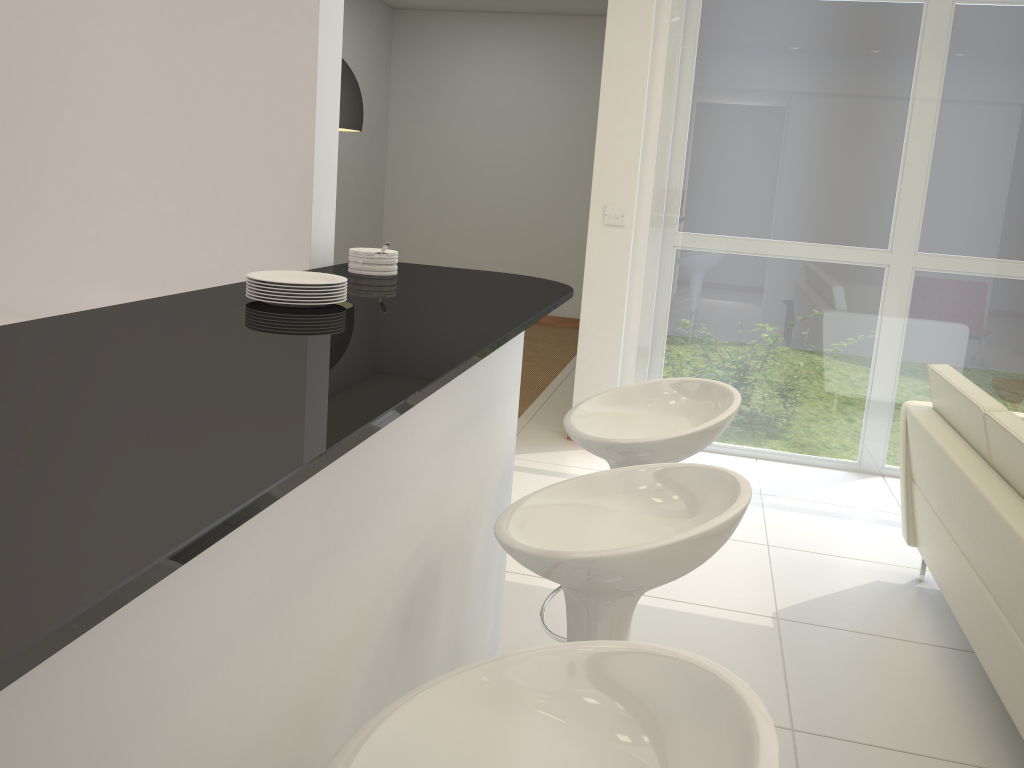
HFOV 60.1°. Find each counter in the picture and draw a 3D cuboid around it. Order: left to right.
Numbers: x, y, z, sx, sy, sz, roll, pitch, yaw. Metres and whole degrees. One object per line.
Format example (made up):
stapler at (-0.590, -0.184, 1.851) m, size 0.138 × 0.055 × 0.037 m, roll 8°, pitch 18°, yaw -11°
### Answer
counter at (-0.455, -0.052, 1.408) m, size 0.736 × 0.019 × 2.993 m, roll 7°, pitch 13°, yaw 12°

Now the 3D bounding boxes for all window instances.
window at (2.472, -0.760, 4.768) m, size 3.437 × 2.687 × 0.122 m, roll 7°, pitch 10°, yaw 12°

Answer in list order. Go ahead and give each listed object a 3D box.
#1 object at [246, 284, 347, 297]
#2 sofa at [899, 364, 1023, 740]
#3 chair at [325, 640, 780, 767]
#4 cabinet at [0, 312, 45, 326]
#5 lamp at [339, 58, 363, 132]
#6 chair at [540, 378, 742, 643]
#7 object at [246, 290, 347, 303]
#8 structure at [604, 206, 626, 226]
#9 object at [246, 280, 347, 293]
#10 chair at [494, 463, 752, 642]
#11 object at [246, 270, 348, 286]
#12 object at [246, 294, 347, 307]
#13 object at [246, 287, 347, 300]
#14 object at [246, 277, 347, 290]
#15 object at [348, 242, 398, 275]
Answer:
object at (-0.459, -0.201, 1.893) m, size 0.210 × 0.015 × 0.212 m, roll -4°, pitch 15°, yaw -33°
sofa at (1.760, 0.653, 2.329) m, size 1.002 × 0.913 × 2.590 m, roll 7°, pitch 13°, yaw 12°
chair at (-0.018, 0.797, 0.947) m, size 0.466 × 1.011 × 0.460 m, roll 9°, pitch 11°, yaw 23°
cabinet at (-2.213, 0.569, 1.291) m, size 2.497 × 0.974 × 3.368 m, roll 7°, pitch 13°, yaw 12°
lamp at (-1.072, -2.148, 4.776) m, size 0.595 × 1.479 × 0.599 m, roll 7°, pitch 11°, yaw 14°
chair at (0.312, 0.496, 2.357) m, size 0.464 × 1.011 × 0.462 m, roll 4°, pitch 10°, yaw -2°
object at (-0.460, -0.188, 1.895) m, size 0.210 × 0.015 × 0.212 m, roll -4°, pitch 15°, yaw -33°
structure at (0.583, -0.954, 5.023) m, size 0.114 × 0.103 × 0.013 m, roll 7°, pitch 10°, yaw 12°
object at (-0.459, -0.208, 1.891) m, size 0.210 × 0.015 × 0.212 m, roll -4°, pitch 15°, yaw -33°
chair at (0.149, 0.647, 1.651) m, size 0.466 × 1.011 × 0.460 m, roll 9°, pitch 11°, yaw 23°
object at (-0.458, -0.222, 1.889) m, size 0.210 × 0.015 × 0.212 m, roll -4°, pitch 15°, yaw -33°
object at (-0.461, -0.181, 1.896) m, size 0.210 × 0.015 × 0.212 m, roll -4°, pitch 15°, yaw -33°
object at (-0.460, -0.195, 1.894) m, size 0.210 × 0.015 × 0.212 m, roll -4°, pitch 15°, yaw -33°
object at (-0.458, -0.215, 1.890) m, size 0.210 × 0.015 × 0.212 m, roll -4°, pitch 15°, yaw -33°
object at (-0.398, -0.365, 2.521) m, size 0.140 × 0.096 × 0.175 m, roll 5°, pitch 12°, yaw 5°
